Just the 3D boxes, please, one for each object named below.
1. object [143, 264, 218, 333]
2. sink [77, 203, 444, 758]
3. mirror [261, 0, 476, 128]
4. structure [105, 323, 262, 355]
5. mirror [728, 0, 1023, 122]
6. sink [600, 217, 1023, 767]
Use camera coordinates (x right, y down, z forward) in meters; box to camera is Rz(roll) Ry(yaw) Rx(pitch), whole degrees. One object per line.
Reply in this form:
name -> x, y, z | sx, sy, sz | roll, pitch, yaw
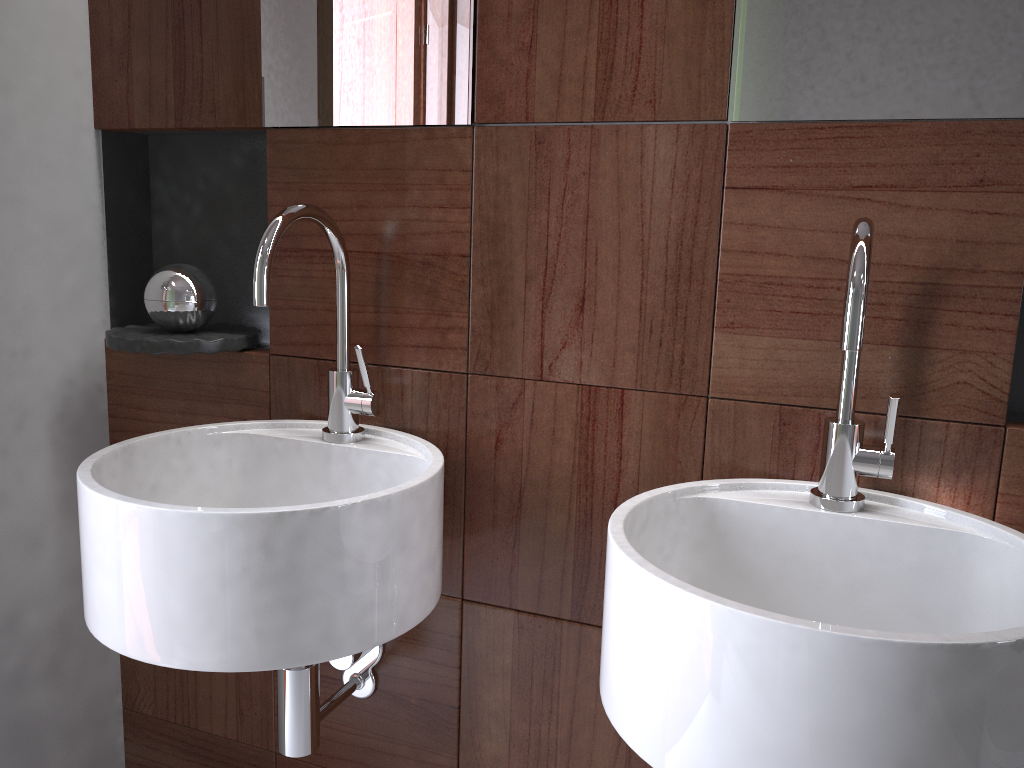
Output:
object -> 0.087, -0.069, 1.096 | 1.350, 0.104, 0.104 | 6, 11, 21
sink -> -0.290, 0.144, 1.068 | 0.415, 0.715, 0.417 | 6, 11, 21
mirror -> -0.187, -0.654, 1.120 | 0.316, 0.635, 0.010 | 6, 11, 21
structure -> -0.494, -0.071, 1.343 | 0.222, 0.023, 0.220 | -2, 11, -18
mirror -> 0.402, -0.594, 0.893 | 0.316, 0.635, 0.010 | 6, 11, 21
sink -> 0.297, 0.203, 0.842 | 0.415, 0.715, 0.417 | 6, 11, 21
